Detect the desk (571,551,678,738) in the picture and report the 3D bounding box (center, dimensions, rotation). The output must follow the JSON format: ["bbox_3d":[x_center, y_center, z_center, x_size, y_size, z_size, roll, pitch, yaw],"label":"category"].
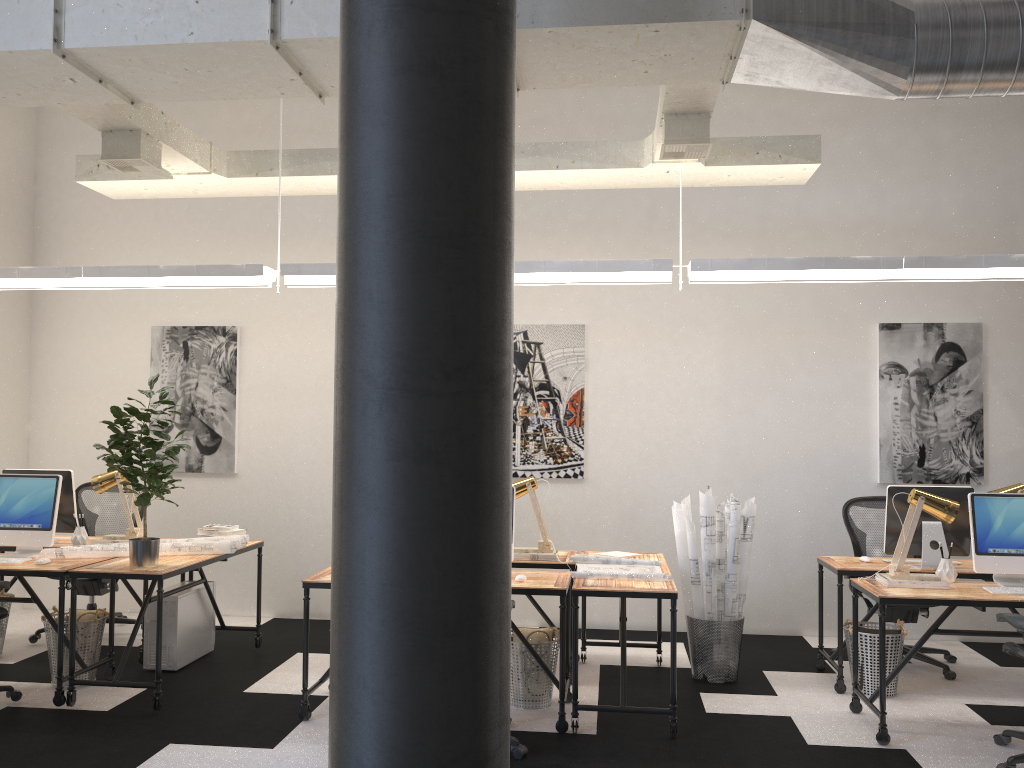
[{"bbox_3d":[0.636,1.425,5.098,0.529,0.724,1.402,0,-3,6],"label":"desk"}]

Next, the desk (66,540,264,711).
[{"bbox_3d":[-2.032,1.393,5.379,0.529,0.724,1.402,0,-3,6],"label":"desk"}]

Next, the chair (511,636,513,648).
[{"bbox_3d":[-0.318,1.289,6.120,0.770,1.085,0.793,1,-2,-10],"label":"chair"}]

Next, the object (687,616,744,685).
[{"bbox_3d":[1.248,1.623,5.456,0.353,0.398,0.353,2,-3,-38],"label":"object"}]

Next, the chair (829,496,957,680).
[{"bbox_3d":[2.565,1.301,5.836,0.770,1.085,0.793,1,-2,-10],"label":"chair"}]

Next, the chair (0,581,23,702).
[{"bbox_3d":[-3.007,1.168,4.577,0.770,1.085,0.793,1,-2,-10],"label":"chair"}]

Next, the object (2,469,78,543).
[{"bbox_3d":[-3.093,0.799,5.780,0.483,0.485,0.190,0,-2,6],"label":"object"}]

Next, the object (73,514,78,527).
[{"bbox_3d":[-2.779,0.933,5.672,0.054,0.207,0.008,1,-2,-11],"label":"object"}]

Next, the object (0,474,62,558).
[{"bbox_3d":[-2.892,0.773,5.226,0.483,0.485,0.190,0,-2,6],"label":"object"}]

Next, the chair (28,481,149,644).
[{"bbox_3d":[-2.986,1.257,6.400,0.770,1.085,0.793,1,-2,-10],"label":"chair"}]

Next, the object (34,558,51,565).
[{"bbox_3d":[-2.620,0.989,4.956,0.059,0.029,0.106,0,-3,7],"label":"object"}]

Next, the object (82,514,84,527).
[{"bbox_3d":[-2.751,0.934,5.677,0.008,0.207,0.054,2,-2,-28],"label":"object"}]

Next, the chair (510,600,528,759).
[{"bbox_3d":[-0.339,1.199,4.296,0.770,1.085,0.793,1,-2,-10],"label":"chair"}]

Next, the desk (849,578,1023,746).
[{"bbox_3d":[2.502,1.412,4.499,1.401,0.724,0.530,0,-2,6],"label":"desk"}]

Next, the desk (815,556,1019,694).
[{"bbox_3d":[2.605,1.454,5.339,1.401,0.724,0.530,0,-2,6],"label":"desk"}]

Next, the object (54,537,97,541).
[{"bbox_3d":[-3.044,1.043,5.990,0.439,0.017,0.119,0,-3,6],"label":"object"}]

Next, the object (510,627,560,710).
[{"bbox_3d":[0.099,1.557,4.923,0.358,0.435,0.353,0,-2,3],"label":"object"}]

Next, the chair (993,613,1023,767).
[{"bbox_3d":[2.545,1.211,4.013,0.770,1.085,0.793,1,-2,-10],"label":"chair"}]

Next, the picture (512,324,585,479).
[{"bbox_3d":[0.195,0.133,6.858,0.731,1.182,0.049,0,-2,6],"label":"picture"}]

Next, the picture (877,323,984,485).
[{"bbox_3d":[3.076,0.142,6.530,0.731,1.182,0.049,0,-2,6],"label":"picture"}]

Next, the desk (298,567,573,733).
[{"bbox_3d":[-0.381,1.400,4.782,1.401,0.724,0.530,0,-2,6],"label":"desk"}]

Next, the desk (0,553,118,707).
[{"bbox_3d":[-3.049,1.368,5.062,1.401,0.724,0.530,0,-2,6],"label":"desk"}]

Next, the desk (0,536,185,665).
[{"bbox_3d":[-2.947,1.411,5.903,1.401,0.724,0.530,0,-2,6],"label":"desk"}]

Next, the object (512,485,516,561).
[{"bbox_3d":[-0.224,0.805,4.945,0.483,0.485,0.190,0,-2,6],"label":"object"}]

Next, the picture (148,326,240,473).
[{"bbox_3d":[-2.572,0.124,7.173,0.731,1.182,0.049,0,-2,6],"label":"picture"}]

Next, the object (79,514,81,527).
[{"bbox_3d":[-2.756,0.934,5.665,0.008,0.207,0.054,1,-2,-6],"label":"object"}]

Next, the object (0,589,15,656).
[{"bbox_3d":[-3.430,1.545,5.752,0.358,0.435,0.353,0,-2,3],"label":"object"}]

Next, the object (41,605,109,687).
[{"bbox_3d":[-2.569,1.526,5.204,0.358,0.435,0.353,0,-2,3],"label":"object"}]

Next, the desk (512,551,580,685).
[{"bbox_3d":[-0.279,1.442,5.622,1.401,0.724,0.530,0,-2,6],"label":"desk"}]

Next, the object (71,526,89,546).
[{"bbox_3d":[-2.765,0.976,5.676,0.101,0.126,0.101,2,-3,-38],"label":"object"}]

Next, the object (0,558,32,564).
[{"bbox_3d":[-2.945,0.995,5.000,0.439,0.017,0.119,0,-3,6],"label":"object"}]

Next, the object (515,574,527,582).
[{"bbox_3d":[0.048,1.021,4.676,0.059,0.029,0.106,0,-3,7],"label":"object"}]
